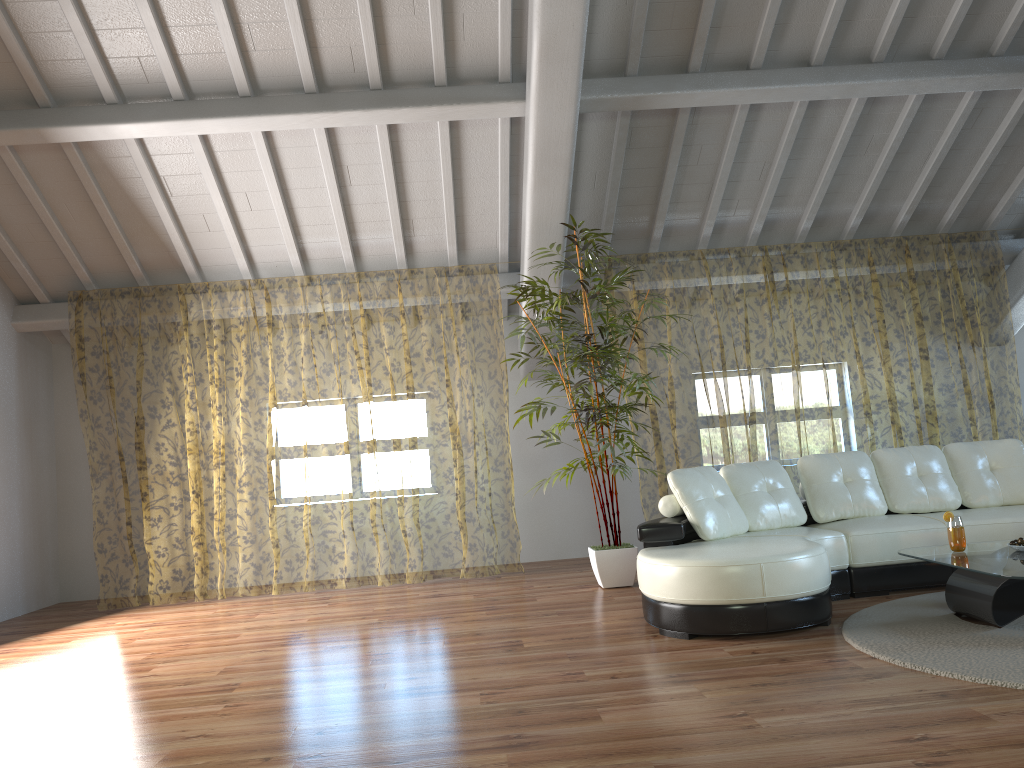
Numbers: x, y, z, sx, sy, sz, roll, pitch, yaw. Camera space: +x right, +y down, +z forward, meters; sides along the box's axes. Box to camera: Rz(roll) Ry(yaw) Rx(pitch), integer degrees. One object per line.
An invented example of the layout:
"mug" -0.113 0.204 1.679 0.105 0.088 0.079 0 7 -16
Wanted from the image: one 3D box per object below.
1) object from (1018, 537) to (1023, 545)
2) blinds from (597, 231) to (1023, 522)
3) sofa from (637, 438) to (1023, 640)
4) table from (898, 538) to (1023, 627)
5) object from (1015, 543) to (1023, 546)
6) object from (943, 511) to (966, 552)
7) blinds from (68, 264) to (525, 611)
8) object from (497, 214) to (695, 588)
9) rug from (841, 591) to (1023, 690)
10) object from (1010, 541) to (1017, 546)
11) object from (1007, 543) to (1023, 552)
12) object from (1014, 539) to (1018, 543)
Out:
"object" 2.324 0.717 4.046 0.030 0.034 0.030 -2 -6 -22
"blinds" 2.549 0.074 7.406 3.505 2.546 0.306 -4 -5 -3
"sofa" 1.991 0.796 5.143 3.047 0.805 1.359 -2 -6 -24
"table" 2.495 0.879 3.880 1.201 0.290 1.201 -5 -5 0
"object" 2.307 0.740 4.034 0.031 0.031 0.032 -2 -6 -26
"object" 2.103 0.699 4.206 0.081 0.192 0.075 -8 -6 32
"blinds" -1.738 0.392 7.151 3.505 2.546 0.306 -4 -5 -3
"object" 0.599 0.146 6.112 1.399 2.473 1.177 -7 -6 21
"rug" 2.596 1.009 3.689 2.313 0.020 2.307 -1 -6 -33
"object" 2.313 0.737 4.089 0.032 0.031 0.031 -7 -6 25
"object" 2.361 0.745 4.049 0.178 0.031 0.178 -4 -5 -11
"object" 2.336 0.737 4.109 0.030 0.031 0.032 -5 -5 5
